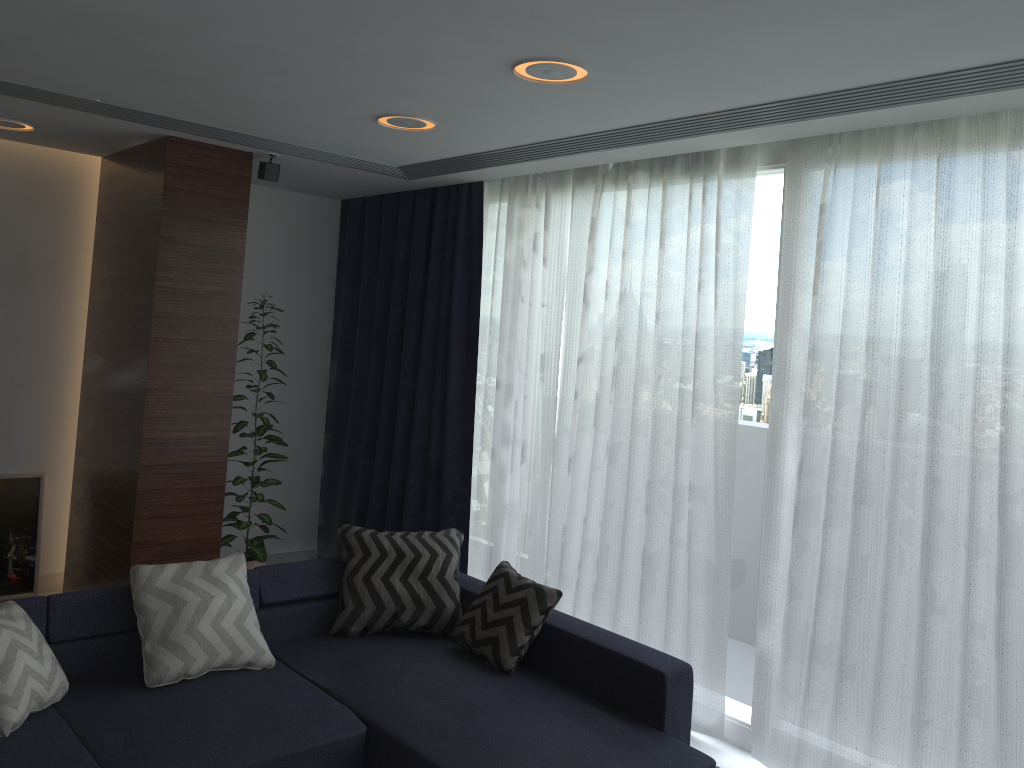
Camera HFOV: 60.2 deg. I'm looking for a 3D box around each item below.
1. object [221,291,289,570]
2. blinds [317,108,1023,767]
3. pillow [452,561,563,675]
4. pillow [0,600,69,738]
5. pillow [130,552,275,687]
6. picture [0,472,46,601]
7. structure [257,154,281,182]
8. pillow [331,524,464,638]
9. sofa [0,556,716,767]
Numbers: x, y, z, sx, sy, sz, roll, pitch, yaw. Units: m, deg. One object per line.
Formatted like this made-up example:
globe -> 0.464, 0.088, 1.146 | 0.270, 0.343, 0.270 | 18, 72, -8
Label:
object -> -1.552, 0.358, 5.324 | 0.504, 1.850, 0.481 | 4, -2, 17
blinds -> -0.982, 0.108, 1.957 | 5.780, 2.777, 7.158 | 3, 3, -38
pillow -> -0.030, 0.978, 3.730 | 0.285, 0.345, 0.416 | 4, 1, -37
pillow -> -1.671, 0.924, 2.919 | 0.280, 0.352, 0.418 | 4, 1, 1
pillow -> -1.203, 0.902, 3.420 | 0.493, 0.389, 0.343 | 3, 1, -42
picture -> -2.892, 0.858, 4.916 | 0.498, 0.700, 0.084 | 4, -2, -42
structure -> -1.305, -1.157, 4.749 | 0.084, 0.142, 0.114 | 5, 0, -37
pillow -> -0.512, 0.938, 4.035 | 0.597, 0.519, 0.355 | 4, 0, -11
sofa -> -0.853, 1.155, 2.853 | 2.863, 0.609, 1.905 | 2, 3, -42
